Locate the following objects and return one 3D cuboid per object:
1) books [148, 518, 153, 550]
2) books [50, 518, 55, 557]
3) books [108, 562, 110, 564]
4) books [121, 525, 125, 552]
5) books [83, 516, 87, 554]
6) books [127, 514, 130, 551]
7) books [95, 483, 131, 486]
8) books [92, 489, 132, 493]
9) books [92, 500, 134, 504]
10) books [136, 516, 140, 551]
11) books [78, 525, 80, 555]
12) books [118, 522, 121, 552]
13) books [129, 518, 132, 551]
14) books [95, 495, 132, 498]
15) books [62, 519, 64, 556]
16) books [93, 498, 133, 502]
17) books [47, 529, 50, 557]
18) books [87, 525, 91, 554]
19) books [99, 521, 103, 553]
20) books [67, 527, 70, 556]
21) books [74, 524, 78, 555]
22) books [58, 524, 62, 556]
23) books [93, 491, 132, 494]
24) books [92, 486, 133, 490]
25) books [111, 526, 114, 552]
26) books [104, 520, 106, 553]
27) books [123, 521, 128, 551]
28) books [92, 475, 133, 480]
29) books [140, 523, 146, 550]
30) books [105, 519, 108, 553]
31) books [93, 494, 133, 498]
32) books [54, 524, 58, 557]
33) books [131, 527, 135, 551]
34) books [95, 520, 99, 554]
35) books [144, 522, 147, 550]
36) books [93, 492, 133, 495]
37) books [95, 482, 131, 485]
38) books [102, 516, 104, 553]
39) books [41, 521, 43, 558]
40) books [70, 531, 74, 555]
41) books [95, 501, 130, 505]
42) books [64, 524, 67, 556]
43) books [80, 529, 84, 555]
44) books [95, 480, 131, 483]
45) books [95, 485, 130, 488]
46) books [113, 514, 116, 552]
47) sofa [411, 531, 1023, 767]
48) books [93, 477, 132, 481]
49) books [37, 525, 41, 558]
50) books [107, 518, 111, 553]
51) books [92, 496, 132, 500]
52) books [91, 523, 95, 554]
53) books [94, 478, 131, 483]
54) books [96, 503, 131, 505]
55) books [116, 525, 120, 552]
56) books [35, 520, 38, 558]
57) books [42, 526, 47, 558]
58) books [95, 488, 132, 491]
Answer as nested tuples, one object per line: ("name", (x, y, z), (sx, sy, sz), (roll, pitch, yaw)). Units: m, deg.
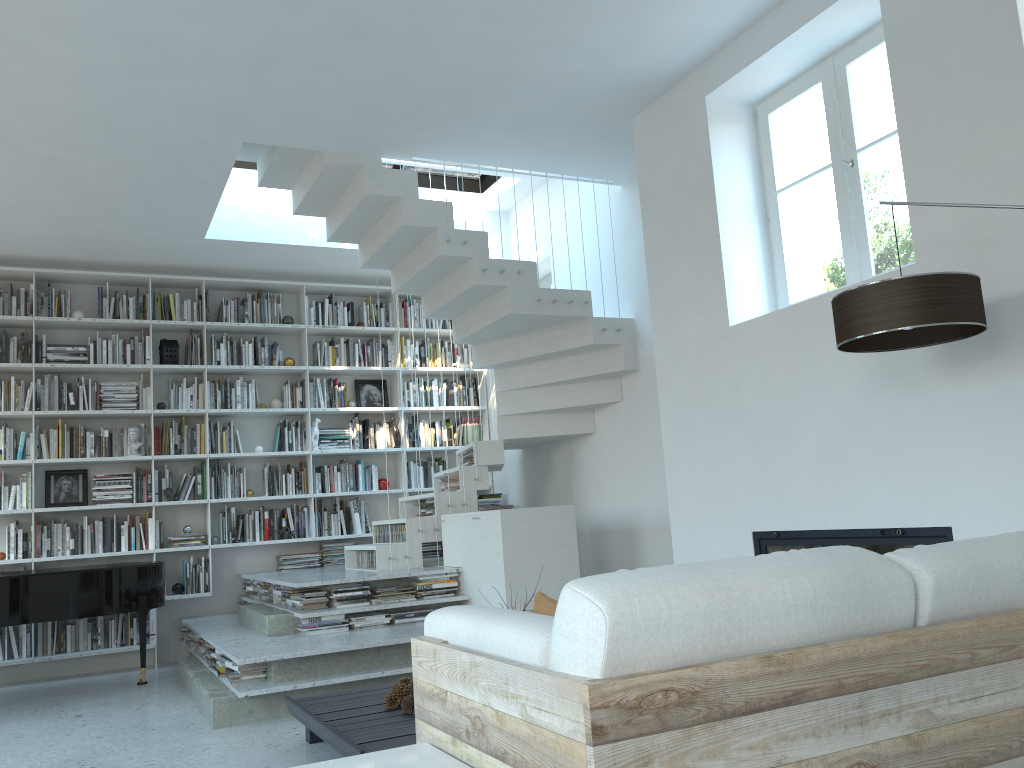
("books", (-2.904, 1.204, 7.116), (0.033, 0.246, 0.176), (0, -9, -26))
("books", (-3.547, 1.186, 6.845), (0.027, 0.290, 0.141), (0, -9, -26))
("books", (-3.130, 1.534, 6.890), (0.013, 0.302, 0.181), (0, -9, -26))
("books", (-3.089, 1.225, 7.032), (0.023, 0.204, 0.167), (0, -9, -26))
("books", (-3.334, 1.183, 6.930), (0.026, 0.291, 0.152), (0, -9, -26))
("books", (-3.059, 1.183, 7.067), (0.014, 0.293, 0.137), (0, -9, -26))
("books", (-3.183, 0.807, 7.070), (0.254, 0.012, 0.161), (1, -10, -29))
("books", (-3.178, 0.853, 7.059), (0.285, 0.012, 0.160), (-1, -9, -21))
("books", (-3.172, 0.936, 7.048), (0.285, 0.012, 0.160), (1, -10, -31))
("books", (-2.996, 1.193, 7.090), (0.026, 0.271, 0.175), (0, -9, -26))
("books", (-3.370, 1.214, 6.907), (0.013, 0.230, 0.139), (0, -9, -26))
("books", (-3.112, 1.212, 7.036), (0.014, 0.234, 0.154), (0, -9, -26))
("books", (-3.049, 1.203, 7.077), (0.014, 0.255, 0.145), (0, -9, -26))
("books", (-3.175, 0.900, 7.053), (0.254, 0.012, 0.161), (1, -10, -31))
("books", (-3.471, 1.186, 6.852), (0.013, 0.282, 0.166), (0, -9, -26))
("books", (-3.177, 0.925, 7.058), (0.285, 0.012, 0.160), (0, -10, -27))
("books", (-3.559, 1.224, 6.813), (0.024, 0.208, 0.170), (0, -9, -26))
("books", (-3.312, 1.220, 6.944), (0.025, 0.220, 0.140), (0, -9, -26))
("books", (-3.233, 1.205, 6.964), (0.026, 0.245, 0.191), (0, -9, -26))
("books", (-3.432, 1.218, 6.861), (0.023, 0.217, 0.174), (0, -9, -26))
("books", (-3.385, 1.208, 6.889), (0.029, 0.237, 0.166), (0, -9, -26))
("books", (-3.489, 1.205, 6.844), (0.027, 0.245, 0.179), (0, -9, -26))
("books", (-3.180, 0.866, 7.064), (0.285, 0.012, 0.160), (0, -9, -24))
("books", (-3.179, 0.830, 7.063), (0.285, 0.012, 0.160), (-1, -9, -21))
("books", (-3.160, 1.228, 7.012), (0.021, 0.202, 0.128), (0, -9, -26))
("books", (-3.211, 1.204, 6.995), (0.011, 0.251, 0.158), (0, -9, -26))
("books", (-3.069, 1.210, 7.044), (0.023, 0.234, 0.175), (0, -9, -26))
("books", (-3.185, 0.746, 7.074), (0.285, 0.012, 0.160), (1, -10, -31))
("books", (-2.958, 1.221, 7.092), (0.042, 0.212, 0.169), (0, -9, -26))
("books", (-3.198, 1.198, 6.990), (0.010, 0.261, 0.181), (0, -9, -26))
("books", (-3.181, 0.891, 7.065), (0.285, 0.012, 0.160), (0, -9, -26))
("books", (-3.520, 1.207, 6.848), (0.024, 0.247, 0.132), (0, -9, -26))
("books", (-3.019, 1.235, 7.058), (0.023, 0.183, 0.169), (0, -9, -26))
("books", (-3.268, 1.204, 6.978), (0.025, 0.254, 0.136), (0, -9, -26))
("books", (-2.935, 1.219, 7.105), (0.011, 0.216, 0.166), (0, -9, -26))
("books", (-3.180, 0.879, 7.065), (0.285, 0.012, 0.160), (0, -9, -25))
("books", (-3.183, 0.794, 7.070), (0.254, 0.012, 0.161), (1, -10, -30))
("books", (-3.227, 1.188, 6.997), (0.014, 0.286, 0.135), (0, -9, -26))
("books", (-3.601, 1.191, 6.797), (0.011, 0.275, 0.146), (0, -9, -26))
("books", (-3.406, 1.233, 6.866), (0.029, 0.183, 0.175), (0, -9, -26))
("books", (-3.174, 0.949, 7.053), (0.254, 0.012, 0.161), (0, -9, -24))
("books", (-3.463, 1.208, 6.873), (0.021, 0.244, 0.141), (0, -9, -26))
("books", (-3.347, 1.228, 6.901), (0.023, 0.196, 0.165), (0, -9, -26))
("books", (-3.185, 0.782, 7.074), (0.254, 0.012, 0.161), (1, -10, -29))
("books", (-3.182, 0.819, 7.069), (0.254, 0.012, 0.161), (0, -9, -23))
("books", (-3.144, 1.180, 7.017), (0.012, 0.296, 0.178), (0, -9, -26))
("sofa", (0.930, 0.790, 2.155), (2.194, 0.853, 0.873), (0, -9, -26))
("books", (-3.188, 0.759, 7.079), (0.285, 0.012, 0.160), (0, -9, -24))
("books", (-3.621, 1.207, 6.792), (0.029, 0.243, 0.154), (0, -9, -26))
("books", (-3.178, 1.195, 6.993), (0.028, 0.264, 0.161), (0, -9, -26))
("books", (-3.174, 0.912, 7.051), (0.285, 0.012, 0.160), (-1, -9, -21))
("books", (-3.286, 1.211, 6.951), (0.031, 0.236, 0.159), (0, -9, -26))
("books", (-3.185, 0.770, 7.073), (0.254, 0.012, 0.161), (1, -10, -30))
("books", (-3.172, 0.960, 7.047), (0.254, 0.012, 0.161), (1, -10, -30))
("books", (-3.123, 1.224, 7.016), (0.024, 0.207, 0.183), (0, -9, -26))
("books", (-3.643, 1.187, 6.788), (0.012, 0.284, 0.160), (0, -9, -26))
("books", (-3.578, 1.209, 6.793), (0.027, 0.233, 0.168), (0, -9, -26))
("books", (-3.179, 0.842, 7.062), (0.254, 0.012, 0.161), (1, -10, -31))
